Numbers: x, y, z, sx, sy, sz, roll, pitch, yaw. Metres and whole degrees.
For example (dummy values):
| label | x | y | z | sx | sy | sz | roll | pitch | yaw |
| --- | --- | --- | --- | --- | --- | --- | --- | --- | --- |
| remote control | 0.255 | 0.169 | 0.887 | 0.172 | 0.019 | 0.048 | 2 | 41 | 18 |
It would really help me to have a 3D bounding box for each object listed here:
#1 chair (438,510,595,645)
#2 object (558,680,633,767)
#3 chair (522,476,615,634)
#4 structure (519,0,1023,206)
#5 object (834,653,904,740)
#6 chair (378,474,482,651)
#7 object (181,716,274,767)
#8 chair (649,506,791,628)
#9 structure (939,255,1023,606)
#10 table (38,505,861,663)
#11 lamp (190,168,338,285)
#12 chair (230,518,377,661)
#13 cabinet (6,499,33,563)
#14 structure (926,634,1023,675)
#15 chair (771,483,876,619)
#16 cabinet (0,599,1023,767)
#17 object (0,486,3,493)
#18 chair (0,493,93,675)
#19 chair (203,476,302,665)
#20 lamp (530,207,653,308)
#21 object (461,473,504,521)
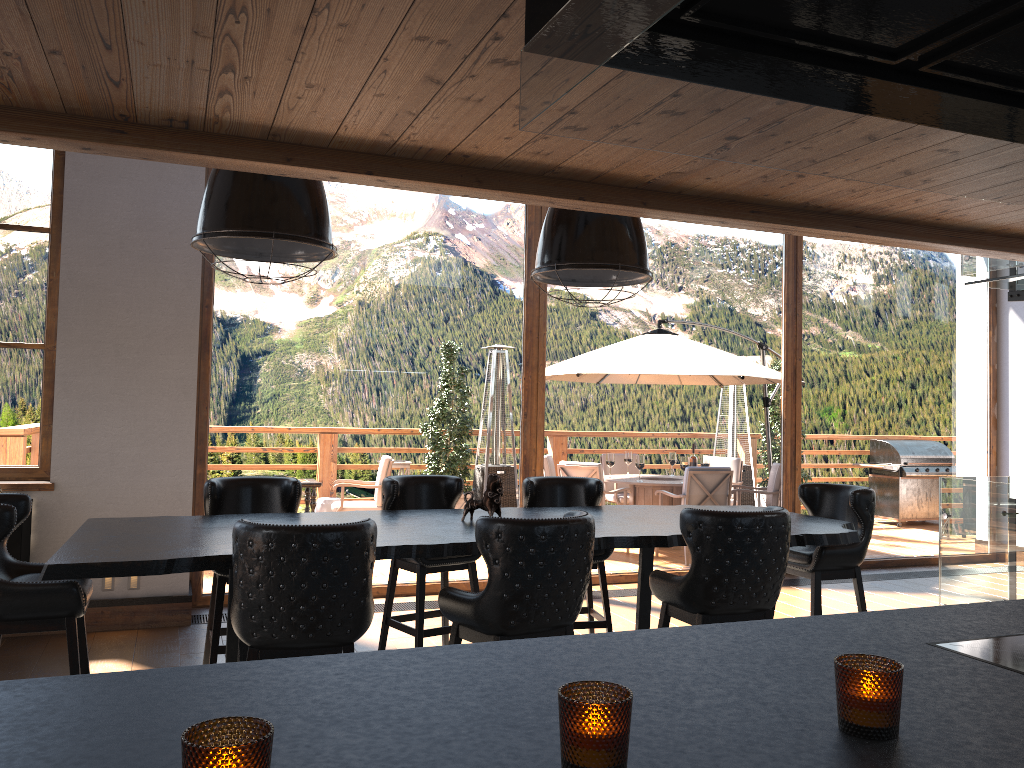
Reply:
| label | x | y | z | sx | sy | sz | roll | pitch | yaw |
| --- | --- | --- | --- | --- | --- | --- | --- | --- | --- |
| chair | 0.032 | 1.041 | 3.444 | 0.510 | 1.093 | 0.561 | 3 | -3 | -37 |
| object | 0.087 | 0.365 | 0.933 | 0.078 | 0.081 | 0.080 | 0 | -2 | 24 |
| chair | 0.313 | 1.116 | 5.285 | 0.507 | 1.093 | 0.565 | 2 | -3 | -12 |
| structure | 1.661 | -0.590 | 1.678 | 3.277 | 0.476 | 0.705 | 2 | -2 | -22 |
| object | 0.430 | 0.377 | 1.069 | 0.078 | 0.081 | 0.080 | 0 | -2 | 24 |
| chair | -0.477 | 1.081 | 5.039 | 0.510 | 1.093 | 0.561 | 3 | -3 | -37 |
| object | -0.256 | 0.353 | 0.796 | 0.078 | 0.081 | 0.080 | 0 | -2 | 24 |
| chair | 0.916 | 1.074 | 3.850 | 0.508 | 1.093 | 0.563 | 2 | -3 | -22 |
| structure | 4.262 | 1.446 | 8.030 | 11.115 | 6.402 | 9.131 | 2 | -2 | -21 |
| table | -0.073 | 1.158 | 4.317 | 3.828 | 0.950 | 1.417 | 2 | -2 | -22 |
| lamp | -1.036 | -2.792 | 4.014 | 0.616 | 4.688 | 0.626 | 0 | -3 | 24 |
| chair | -0.759 | 1.025 | 3.197 | 0.507 | 1.093 | 0.565 | 2 | -3 | -12 |
| cabinet | -3.874 | 1.027 | 5.121 | 1.882 | 0.655 | 0.399 | 2 | -3 | -22 |
| structure | 1.072 | 0.450 | 1.374 | 0.615 | 0.017 | 0.500 | 2 | -2 | -21 |
| chair | 1.786 | 1.133 | 5.091 | 0.573 | 1.093 | 0.499 | 2 | -3 | -22 |
| cabinet | 1.446 | 1.008 | 1.543 | 4.840 | 1.104 | 0.881 | 2 | -2 | -22 |
| object | -3.351 | 0.588 | 5.336 | 0.178 | 0.263 | 0.506 | -1 | -3 | 37 |
| chair | -1.964 | 1.000 | 3.536 | 0.573 | 1.093 | 0.499 | 2 | -3 | -22 |
| chair | -1.361 | 1.048 | 4.633 | 0.508 | 1.093 | 0.563 | 2 | -3 | -22 |
| lamp | 0.454 | -2.739 | 4.609 | 0.616 | 4.688 | 0.626 | 0 | -3 | 24 |
| object | -0.143 | 0.566 | 4.427 | 0.218 | 0.254 | 0.117 | 0 | -3 | 31 |
